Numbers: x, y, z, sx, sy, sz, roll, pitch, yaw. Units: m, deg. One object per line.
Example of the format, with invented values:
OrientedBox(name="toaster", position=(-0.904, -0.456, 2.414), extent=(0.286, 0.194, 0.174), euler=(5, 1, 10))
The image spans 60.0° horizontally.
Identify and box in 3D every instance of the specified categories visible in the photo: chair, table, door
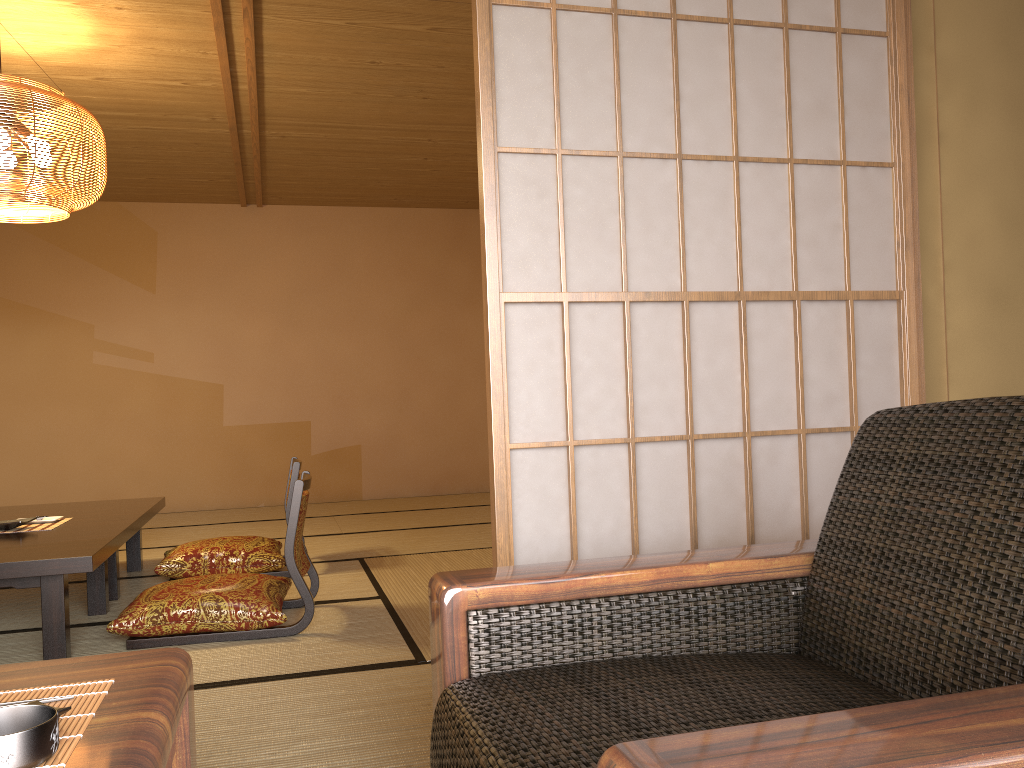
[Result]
OrientedBox(name="chair", position=(0.402, 0.414, 1.098), extent=(0.943, 0.779, 0.872), euler=(-2, -1, -15))
OrientedBox(name="table", position=(-2.184, 0.777, 4.098), extent=(0.994, 0.356, 0.995), euler=(-2, -1, -15))
OrientedBox(name="chair", position=(-1.369, 0.656, 4.346), extent=(0.699, 0.546, 0.583), euler=(-2, -1, -16))
OrientedBox(name="door", position=(0.426, -0.156, 1.886), extent=(0.992, 1.934, 0.040), euler=(-2, 0, -15))
OrientedBox(name="table", position=(-0.585, 0.581, 0.790), extent=(0.540, 0.500, 0.540), euler=(-2, -1, -15))
OrientedBox(name="table", position=(-1.923, 0.749, 3.138), extent=(0.994, 0.356, 0.995), euler=(-2, -1, -15))
OrientedBox(name="chair", position=(-1.078, 0.625, 3.298), extent=(0.686, 0.546, 0.582), euler=(-2, -1, -11))

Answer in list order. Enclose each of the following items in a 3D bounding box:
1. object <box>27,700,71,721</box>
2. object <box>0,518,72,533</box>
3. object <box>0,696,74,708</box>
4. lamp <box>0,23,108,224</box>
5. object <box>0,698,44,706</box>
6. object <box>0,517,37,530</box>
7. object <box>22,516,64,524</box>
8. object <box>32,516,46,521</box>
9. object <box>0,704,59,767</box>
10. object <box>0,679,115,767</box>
OrientedBox(name="object", position=(-0.443, 0.315, 0.846), extent=(0.050, 0.018, 0.015), euler=(-3, -1, 27))
OrientedBox(name="object", position=(-2.052, 0.583, 3.618), extent=(0.401, 0.003, 0.398), euler=(-2, -1, -15))
OrientedBox(name="object", position=(-0.559, 0.326, 0.872), extent=(0.230, 0.007, 0.006), euler=(-2, -1, -26))
OrientedBox(name="lamp", position=(-2.171, -1.145, 3.781), extent=(0.798, 0.826, 0.798), euler=(-2, -1, 9))
OrientedBox(name="object", position=(-0.593, 0.328, 0.879), extent=(0.230, 0.007, 0.006), euler=(-2, -1, -20))
OrientedBox(name="object", position=(-2.094, 0.563, 3.521), extent=(0.349, 0.039, 0.129), euler=(-2, -1, -2))
OrientedBox(name="object", position=(-2.000, 0.575, 3.731), extent=(0.180, 0.014, 0.130), euler=(-2, -1, -13))
OrientedBox(name="object", position=(-1.998, 0.570, 3.746), extent=(0.050, 0.018, 0.015), euler=(-2, -1, -18))
OrientedBox(name="object", position=(-0.431, 0.304, 0.751), extent=(0.084, 0.037, 0.084), euler=(-2, -1, 13))
OrientedBox(name="object", position=(-0.595, 0.330, 0.790), extent=(0.401, 0.003, 0.300), euler=(-2, -1, -15))
